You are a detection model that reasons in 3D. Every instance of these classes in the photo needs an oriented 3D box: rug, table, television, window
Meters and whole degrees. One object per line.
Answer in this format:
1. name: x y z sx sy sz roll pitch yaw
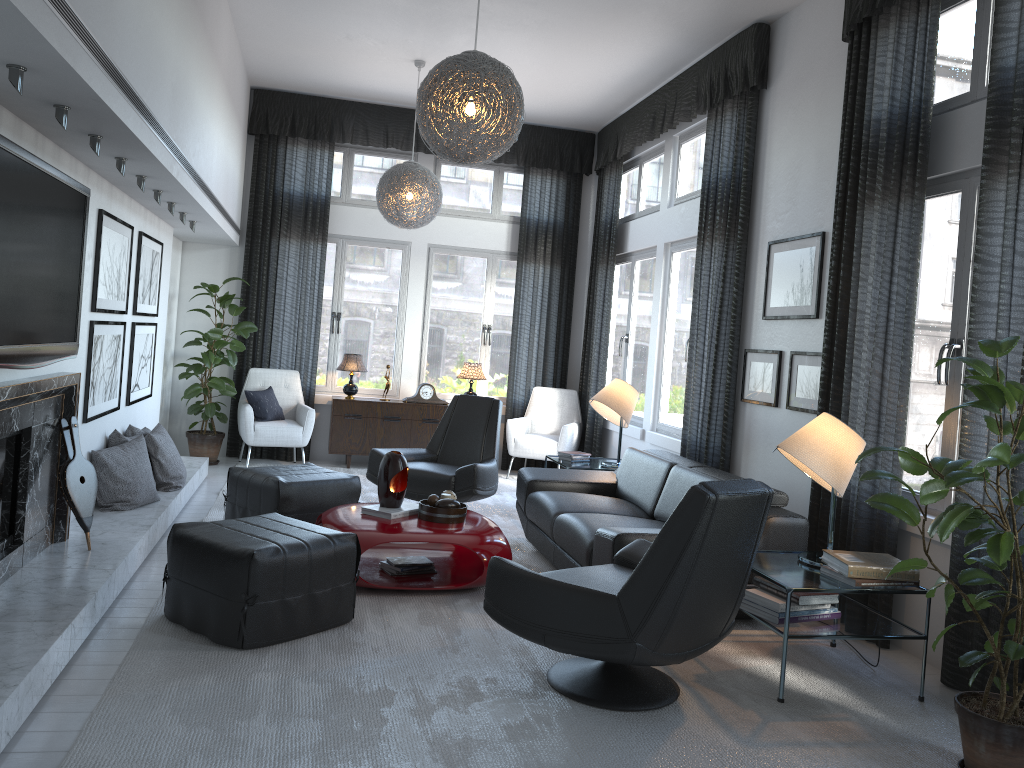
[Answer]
1. rug: -0.086 1.002 4.168 2.952 0.032 7.780 4 3 -13
2. table: 1.189 0.932 3.495 0.593 0.410 0.594 4 2 -13
3. television: -1.780 -0.434 3.237 0.128 0.752 1.160 4 2 -12
4. window: -1.585 -1.055 8.178 1.267 2.322 0.133 4 0 -13
5. window: 1.350 -0.744 6.317 0.133 2.322 1.269 4 1 -13
6. window: -0.205 -0.962 8.485 1.267 2.322 0.133 4 0 -13
7. window: 1.043 -0.830 7.701 0.133 2.322 1.269 4 1 -13
8. table: 0.576 0.760 6.264 0.593 0.410 0.594 4 2 -13
9. table: -0.519 0.806 4.495 0.941 0.300 0.940 4 2 -13
10. window: 1.919 -0.585 3.745 0.133 2.322 1.269 4 1 -13

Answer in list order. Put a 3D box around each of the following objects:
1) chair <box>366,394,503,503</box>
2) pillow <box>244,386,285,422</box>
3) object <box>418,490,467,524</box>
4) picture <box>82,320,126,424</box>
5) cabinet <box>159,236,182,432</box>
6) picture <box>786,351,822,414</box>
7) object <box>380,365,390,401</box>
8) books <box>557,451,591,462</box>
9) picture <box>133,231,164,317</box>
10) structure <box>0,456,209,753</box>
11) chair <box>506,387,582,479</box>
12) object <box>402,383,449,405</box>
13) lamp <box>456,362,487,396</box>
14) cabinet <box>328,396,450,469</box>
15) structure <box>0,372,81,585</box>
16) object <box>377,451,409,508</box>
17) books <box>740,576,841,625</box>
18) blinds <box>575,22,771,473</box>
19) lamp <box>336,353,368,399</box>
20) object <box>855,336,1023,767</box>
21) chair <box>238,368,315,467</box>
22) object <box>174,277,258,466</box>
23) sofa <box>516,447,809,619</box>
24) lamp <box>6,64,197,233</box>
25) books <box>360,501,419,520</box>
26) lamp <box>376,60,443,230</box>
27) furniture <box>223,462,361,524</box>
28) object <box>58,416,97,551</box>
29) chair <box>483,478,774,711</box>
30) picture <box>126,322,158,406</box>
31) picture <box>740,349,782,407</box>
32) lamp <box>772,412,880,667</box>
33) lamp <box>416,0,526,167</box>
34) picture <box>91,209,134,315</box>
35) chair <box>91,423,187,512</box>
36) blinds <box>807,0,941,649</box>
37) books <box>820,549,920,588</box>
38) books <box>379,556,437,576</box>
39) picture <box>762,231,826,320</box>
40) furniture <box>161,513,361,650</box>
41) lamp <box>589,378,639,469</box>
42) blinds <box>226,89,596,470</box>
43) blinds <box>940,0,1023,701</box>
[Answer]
1. chair: -0.419 0.489 5.978 0.841 0.810 0.804 5 2 25
2. pillow: -2.103 0.173 7.559 0.253 0.295 0.357 5 2 14
3. object: -0.345 0.610 4.439 0.243 0.133 0.242 5 2 25
4. picture: -2.229 -0.085 4.866 0.020 0.522 0.792 4 2 -13
5. cabinet: -2.954 -0.293 7.269 0.191 1.895 1.173 4 1 -13
6. picture: 1.599 -0.009 4.751 0.020 0.326 0.428 4 2 -13
7. object: -1.130 -0.013 7.965 0.096 0.324 0.096 4 0 -13
8. books: 0.445 0.520 6.377 0.215 0.050 0.161 2 3 -40
9. picture: -2.408 -0.711 5.880 0.020 0.522 0.792 4 2 -13
10. structure: -1.753 0.838 3.267 0.393 0.135 7.218 4 3 -13
11. chair: 0.303 0.454 8.087 0.594 0.823 0.612 5 1 17
12. object: -0.778 0.083 8.029 0.406 0.180 0.181 4 1 -13
13. lamp: -0.373 0.003 8.104 0.280 0.397 0.281 5 1 13
14. cabinet: -0.941 0.468 8.036 1.398 0.612 0.386 4 1 -13
15. structure: -2.086 0.442 3.194 0.520 0.923 1.689 4 2 -13
16. object: -0.604 0.480 4.485 0.151 0.280 0.153 5 1 27
17. books: 1.081 0.827 3.395 0.321 0.116 0.280 3 3 -28
18. blinds: 1.046 -0.676 6.988 0.188 3.276 3.216 4 1 -13
19. lamp: -1.425 -0.068 7.870 0.280 0.397 0.281 5 1 13
20. object: 1.429 0.520 2.682 0.784 1.331 0.535 4 1 -2
21. chair: -2.028 0.296 7.582 0.593 0.823 0.614 4 1 -23
22. object: -2.487 -0.114 7.384 0.937 1.589 0.638 5 1 33
23. sofa: 0.672 0.725 4.781 0.936 0.616 1.907 4 2 -13
24. lamp: -1.781 -0.971 4.143 0.052 0.081 4.259 4 3 -13
25. books: -0.588 0.637 4.490 0.201 0.030 0.306 6 3 32
26. lamp: -0.756 -1.832 6.803 0.512 1.306 0.515 4 1 -18
27. furniture: -1.281 0.686 5.153 0.615 0.378 0.598 6 3 41
28. object: -1.926 0.437 3.933 0.175 0.580 0.196 4 1 -32
29. chair: 0.460 0.685 3.115 0.839 0.810 0.806 3 2 -40
30. picture: -2.451 -0.147 5.883 0.020 0.522 0.792 4 2 -13
31. picture: 1.482 -0.041 5.279 0.020 0.326 0.428 4 2 -13
32. lamp: 1.372 0.613 4.011 0.475 1.015 1.168 5 2 13
33. lamp: -0.160 -1.666 4.123 0.514 1.306 0.513 4 1 -18
34. picture: -2.183 -0.648 4.864 0.020 0.522 0.792 4 2 -13
35. chair: -2.186 0.461 5.331 0.390 0.431 1.338 4 2 -12
36. blinds: 1.927 -0.430 3.006 0.188 3.276 3.216 4 1 -13
37. books: 1.367 0.712 3.407 0.320 0.075 0.279 4 2 -8
38. books: -0.526 0.922 4.513 0.272 0.054 0.205 3 3 -37
39. picture: 1.585 -0.599 5.013 0.020 0.467 0.589 4 2 -13
40. furniture: -1.024 0.774 3.617 0.600 0.378 0.613 6 2 36
41. lamp: 0.973 0.502 5.815 0.474 1.015 1.170 4 2 -38
42. blinds: -0.877 -0.880 8.203 3.210 3.277 0.189 4 0 -13
43. blinds: 1.926 -0.346 2.972 0.114 3.110 1.082 4 1 -15
